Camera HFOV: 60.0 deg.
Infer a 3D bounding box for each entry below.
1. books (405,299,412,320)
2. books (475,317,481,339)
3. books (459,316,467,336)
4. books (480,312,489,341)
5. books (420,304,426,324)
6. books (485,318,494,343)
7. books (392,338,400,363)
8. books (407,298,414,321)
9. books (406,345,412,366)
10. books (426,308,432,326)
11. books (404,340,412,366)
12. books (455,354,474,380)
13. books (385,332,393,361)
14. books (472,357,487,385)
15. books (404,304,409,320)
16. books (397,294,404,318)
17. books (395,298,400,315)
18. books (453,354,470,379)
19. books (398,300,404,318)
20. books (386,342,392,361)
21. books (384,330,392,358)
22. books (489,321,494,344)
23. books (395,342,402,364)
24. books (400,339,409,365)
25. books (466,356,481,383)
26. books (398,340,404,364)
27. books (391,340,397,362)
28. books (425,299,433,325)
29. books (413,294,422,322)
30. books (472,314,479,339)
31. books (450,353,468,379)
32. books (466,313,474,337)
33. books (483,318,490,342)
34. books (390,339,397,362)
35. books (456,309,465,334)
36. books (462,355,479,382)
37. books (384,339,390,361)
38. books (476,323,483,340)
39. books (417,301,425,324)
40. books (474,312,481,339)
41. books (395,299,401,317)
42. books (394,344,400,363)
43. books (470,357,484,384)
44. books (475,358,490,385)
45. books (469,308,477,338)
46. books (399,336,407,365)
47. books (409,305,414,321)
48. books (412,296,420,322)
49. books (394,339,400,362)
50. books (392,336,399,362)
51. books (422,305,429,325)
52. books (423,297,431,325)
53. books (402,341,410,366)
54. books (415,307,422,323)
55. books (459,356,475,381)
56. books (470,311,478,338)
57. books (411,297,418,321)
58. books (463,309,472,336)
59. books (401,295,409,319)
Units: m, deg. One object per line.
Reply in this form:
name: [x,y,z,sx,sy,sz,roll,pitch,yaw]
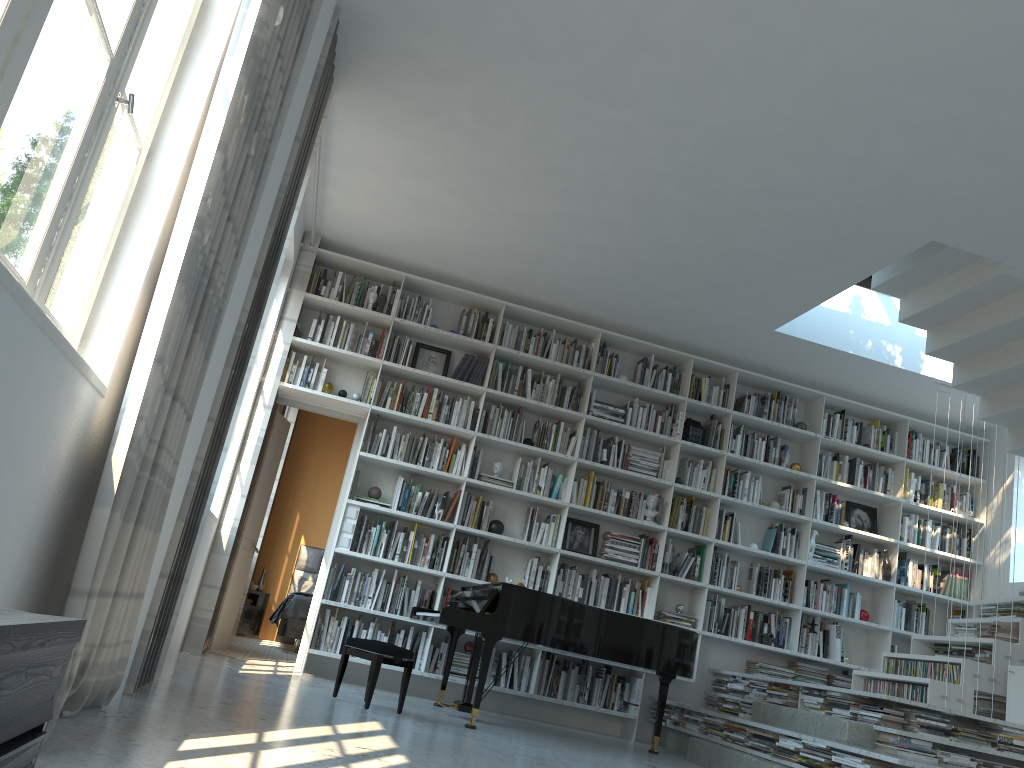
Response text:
books: [-0.854,-0.559,7.211,0.013,0.224,0.177,15,-16,-10]
books: [-0.305,-0.418,7.343,0.013,0.253,0.129,15,-16,-10]
books: [-0.418,-0.437,7.295,0.028,0.217,0.153,15,-16,-10]
books: [-0.250,-0.435,7.324,0.025,0.296,0.164,15,-16,-10]
books: [-0.742,-0.526,7.230,0.013,0.219,0.181,15,-16,-10]
books: [-0.209,-0.399,7.337,0.031,0.253,0.178,15,-16,-10]
books: [-0.944,-0.230,7.114,0.010,0.248,0.166,15,-16,-10]
books: [-0.840,-0.563,7.220,0.016,0.242,0.156,15,-16,-10]
books: [-0.842,-0.190,7.113,0.012,0.213,0.186,15,-16,-10]
books: [-0.692,-0.502,7.245,0.014,0.201,0.171,15,-16,-10]
books: [-0.851,-0.210,7.124,0.012,0.254,0.167,15,-16,-10]
books: [-0.410,-0.100,7.212,0.110,0.278,0.174,15,-16,-10]
books: [-0.998,-0.263,7.106,0.006,0.286,0.148,15,-16,-10]
books: [-0.289,-0.068,7.254,0.078,0.285,0.174,15,-16,-10]
books: [-0.876,-0.544,7.219,0.017,0.193,0.129,15,-16,-10]
books: [-0.922,-0.591,7.213,0.007,0.258,0.157,15,-16,-10]
books: [-0.942,-0.609,7.214,0.007,0.284,0.160,15,-16,-10]
books: [-0.436,-0.102,7.225,0.110,0.278,0.174,15,-16,-10]
books: [-0.908,-0.563,7.209,0.032,0.209,0.158,15,-16,-10]
books: [-0.997,-0.221,7.100,0.015,0.206,0.172,15,-16,-10]
books: [-1.008,-0.273,7.095,0.005,0.292,0.184,15,-16,-10]
books: [-0.179,-0.385,7.357,0.039,0.251,0.147,15,-16,-10]
books: [-0.915,-0.212,7.100,0.018,0.218,0.187,15,-16,-10]
books: [-0.876,-0.221,7.112,0.023,0.257,0.184,15,-16,-10]
books: [-0.332,-0.079,7.246,0.078,0.285,0.174,15,-16,-10]
books: [-0.904,-0.218,7.116,0.019,0.243,0.153,15,-16,-10]
books: [-0.958,-0.223,7.085,0.004,0.213,0.187,15,-16,-10]
books: [-0.701,-0.544,7.271,0.015,0.292,0.131,15,-16,-10]
books: [-0.782,-0.571,7.215,0.015,0.278,0.191,15,-16,-10]
books: [-0.319,-0.435,7.312,0.010,0.262,0.157,15,-16,-10]
books: [-0.455,-0.110,7.212,0.110,0.278,0.174,15,-16,-10]
books: [-0.364,-0.440,7.302,0.028,0.248,0.156,15,-16,-10]
books: [-0.237,-0.406,7.345,0.022,0.259,0.152,15,-16,-10]
books: [-0.965,-0.229,7.096,0.009,0.228,0.185,15,-16,-10]
books: [-0.434,-0.468,7.311,0.013,0.277,0.151,15,-16,-10]
books: [-0.359,-0.090,7.220,0.097,0.281,0.174,15,-16,-10]
books: [-1.016,-0.235,7.119,0.006,0.232,0.136,15,-16,-10]
books: [-0.288,-0.389,7.315,0.027,0.189,0.178,15,-16,-10]
books: [-0.753,-0.543,7.241,0.013,0.252,0.129,15,-16,-10]
books: [-0.308,-0.437,7.316,0.011,0.273,0.184,15,-16,-10]
books: [-0.937,-0.570,7.197,0.017,0.203,0.142,15,-16,-10]
books: [-0.938,-0.205,7.131,0.012,0.214,0.132,15,-16,-10]
books: [-0.311,-0.073,7.254,0.078,0.285,0.174,15,-16,-10]
books: [-0.264,-0.065,7.245,0.078,0.285,0.174,15,-16,-10]
books: [-0.343,-0.462,7.341,0.014,0.320,0.137,15,-16,-10]
books: [-0.889,-0.233,7.121,0.005,0.280,0.191,15,-16,-10]
books: [-0.833,-0.533,7.225,0.014,0.192,0.146,15,-16,-10]
books: [-0.797,-0.567,7.226,0.007,0.271,0.155,15,-16,-10]
books: [-0.933,-0.232,7.095,0.004,0.245,0.189,15,-16,-10]
books: [-0.950,-0.240,7.106,0.009,0.259,0.184,15,-16,-10]
books: [-0.725,-0.521,7.226,0.021,0.213,0.173,15,-16,-10]
books: [-0.707,-0.554,7.259,0.007,0.300,0.146,15,-16,-10]
books: [-0.863,-0.210,7.122,0.011,0.249,0.168,15,-16,-10]
books: [-0.777,-0.516,7.223,0.026,0.182,0.162,15,-16,-10]
books: [-0.393,-0.090,7.233,0.110,0.278,0.174,15,-16,-10]
books: [-0.330,-0.444,7.324,0.013,0.282,0.167,15,-16,-10]
books: [-0.809,-0.564,7.224,0.016,0.260,0.154,15,-16,-10]
books: [-0.386,-0.461,7.303,0.024,0.279,0.188,15,-16,-10]
books: [-0.881,-0.577,7.211,0.012,0.248,0.180,15,-16,-10]
